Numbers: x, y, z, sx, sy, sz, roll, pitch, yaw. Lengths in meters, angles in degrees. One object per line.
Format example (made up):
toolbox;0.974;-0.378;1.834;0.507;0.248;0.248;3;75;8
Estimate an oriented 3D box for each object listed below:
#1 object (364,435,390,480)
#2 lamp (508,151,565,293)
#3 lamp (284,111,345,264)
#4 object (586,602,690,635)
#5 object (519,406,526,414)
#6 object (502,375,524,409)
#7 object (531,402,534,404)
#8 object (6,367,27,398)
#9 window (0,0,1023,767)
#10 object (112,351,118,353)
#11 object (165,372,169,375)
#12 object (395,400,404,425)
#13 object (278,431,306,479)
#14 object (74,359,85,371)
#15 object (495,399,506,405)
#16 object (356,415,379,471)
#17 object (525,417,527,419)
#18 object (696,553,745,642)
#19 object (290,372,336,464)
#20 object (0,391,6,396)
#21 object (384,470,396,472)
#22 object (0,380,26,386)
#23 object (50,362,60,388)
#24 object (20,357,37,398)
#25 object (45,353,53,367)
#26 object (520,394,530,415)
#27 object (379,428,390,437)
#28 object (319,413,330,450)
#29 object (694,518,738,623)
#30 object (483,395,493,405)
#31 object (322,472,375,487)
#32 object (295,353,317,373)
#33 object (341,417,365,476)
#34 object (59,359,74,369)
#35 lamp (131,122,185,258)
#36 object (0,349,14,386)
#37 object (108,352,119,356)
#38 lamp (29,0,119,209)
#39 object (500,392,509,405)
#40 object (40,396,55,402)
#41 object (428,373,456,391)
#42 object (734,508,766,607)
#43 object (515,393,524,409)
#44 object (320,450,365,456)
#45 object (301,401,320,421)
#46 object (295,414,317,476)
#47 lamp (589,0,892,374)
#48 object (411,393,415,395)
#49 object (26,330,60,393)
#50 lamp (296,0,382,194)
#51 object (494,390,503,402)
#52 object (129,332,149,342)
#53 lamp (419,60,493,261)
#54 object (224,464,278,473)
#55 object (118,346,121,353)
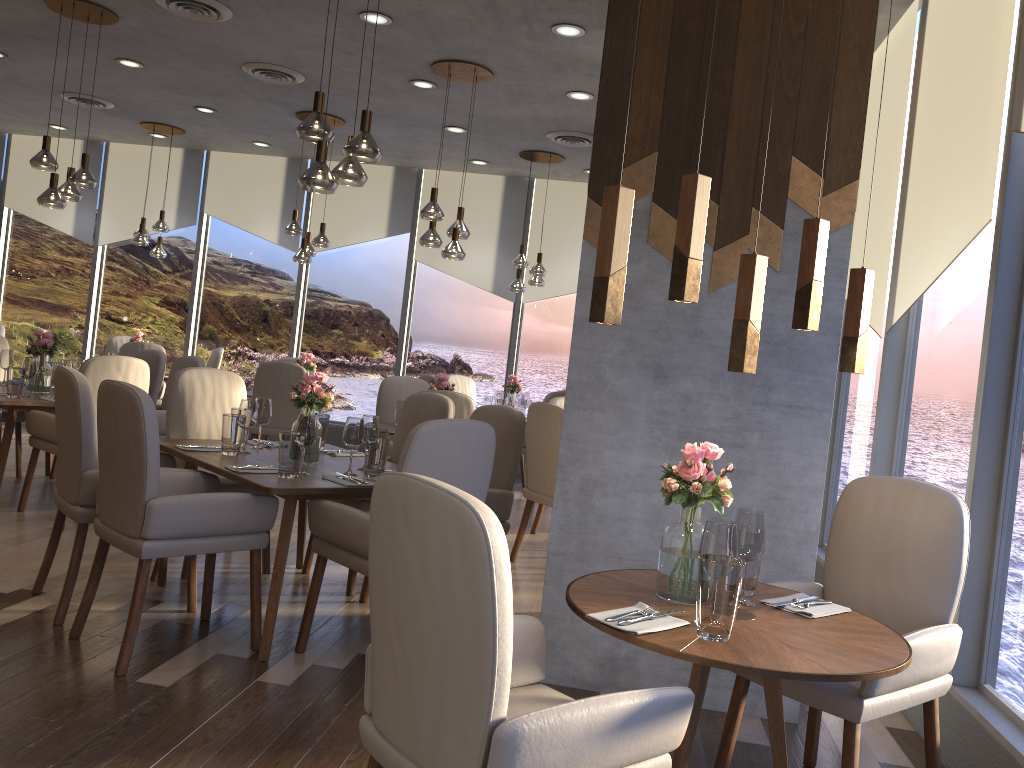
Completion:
object;-0.574;0.310;3.744;0.102;0.178;0.102;7;0;44
lamp;0.215;-1.529;8.522;0.439;1.326;0.440;6;0;-25
lamp;-1.805;-1.742;8.014;0.439;1.326;0.439;6;0;10
object;0.308;0.542;2.073;0.254;0.019;0.158;5;2;-44
object;0.093;0.241;8.766;0.102;0.178;0.102;7;0;18
object;0.003;0.119;8.530;0.210;0.416;0.197;7;0;45
object;0.220;0.266;8.398;0.102;0.178;0.102;7;0;34
object;-2.984;-0.008;5.324;0.102;0.178;0.102;6;0;8
window;-0.567;-0.881;6.936;8.047;3.199;16.152;5;2;-37
object;-4.135;-0.250;9.275;0.102;0.178;0.102;7;0;38
object;-3.639;-0.114;9.265;0.254;0.019;0.158;6;2;-24
object;-0.790;0.212;6.365;0.102;0.178;0.102;6;0;-12
object;-0.881;0.282;3.523;0.102;0.178;0.102;6;0;-13
object;-2.820;-0.036;5.791;0.092;0.244;0.092;6;0;-30
object;-0.114;0.232;8.281;0.102;0.178;0.102;6;0;-20
object;-0.643;0.263;3.957;0.092;0.244;0.092;6;0;-15
object;0.220;0.338;8.670;0.254;0.019;0.158;5;2;-38
object;0.462;0.481;1.994;0.102;0.178;0.102;6;0;-8
object;-0.913;0.149;3.998;0.210;0.416;0.198;6;0;-15
object;-3.143;0.052;5.393;0.158;0.019;0.254;8;2;42
object;-0.492;0.393;3.973;0.254;0.019;0.158;5;2;-40
object;-3.478;-0.008;6.164;0.255;0.019;0.157;8;2;43
object;-3.247;-0.065;6.275;0.102;0.178;0.102;6;0;-33
object;-2.970;-0.042;5.433;0.092;0.244;0.092;6;0;-6
object;-3.251;-0.096;6.166;0.092;0.244;0.092;6;0;21
object;0.122;0.221;8.437;0.092;0.244;0.092;6;0;38
object;-0.622;0.295;4.063;0.102;0.178;0.102;6;0;-34
object;-0.986;0.241;4.504;0.102;0.178;0.102;6;0;-34
object;0.484;0.448;2.102;0.092;0.244;0.092;6;0;-2
object;-0.241;0.207;8.650;0.102;0.178;0.102;7;0;25
object;-0.667;0.384;3.600;0.157;0.019;0.255;5;2;-42
object;-1.871;-0.077;8.010;0.210;0.416;0.198;6;0;-20
object;-0.678;0.265;3.764;0.092;0.244;0.092;6;0;28
object;-2.822;-0.031;5.595;0.092;0.244;0.092;6;0;-27
lamp;-3.687;-1.988;9.167;0.439;1.326;0.439;6;0;0
object;-3.429;-0.111;6.003;0.092;0.244;0.092;6;0;23
object;-4.022;-0.227;8.929;0.102;0.178;0.102;6;0;-32
lamp;-2.901;-1.801;5.830;0.440;1.326;0.439;6;0;13
object;-0.079;0.200;8.385;0.092;0.244;0.092;6;0;-11
object;-2.785;0.091;5.437;0.255;0.019;0.157;8;2;38
object;-0.509;0.127;6.275;0.210;0.416;0.198;6;0;-35
object;0.620;0.456;2.344;0.092;0.244;0.092;6;0;30
object;0.068;0.208;8.660;0.092;0.244;0.092;6;0;10
object;-0.855;0.339;4.414;0.254;0.019;0.158;5;2;-40
object;-1.007;0.209;4.398;0.092;0.244;0.092;6;0;8
object;-0.850;0.249;3.629;0.092;0.244;0.092;6;0;3
lamp;0.692;-0.988;2.251;1.159;1.931;0.118;6;0;-37
object;-0.697;0.191;6.302;0.092;0.244;0.092;6;0;1
object;-3.094;-0.150;5.818;0.210;0.416;0.198;6;0;-35
lamp;-0.733;-1.503;4.002;0.439;1.326;0.439;6;0;-7
object;-0.136;0.187;8.609;0.092;0.244;0.092;6;0;-12
object;-3.870;-0.336;9.157;0.198;0.416;0.210;6;0;5
lamp;-0.424;-1.533;6.206;0.440;1.326;0.439;6;0;15
object;-1.027;0.343;3.616;0.254;0.019;0.158;5;2;-39
object;-3.971;-0.258;9.028;0.092;0.244;0.092;6;0;42
